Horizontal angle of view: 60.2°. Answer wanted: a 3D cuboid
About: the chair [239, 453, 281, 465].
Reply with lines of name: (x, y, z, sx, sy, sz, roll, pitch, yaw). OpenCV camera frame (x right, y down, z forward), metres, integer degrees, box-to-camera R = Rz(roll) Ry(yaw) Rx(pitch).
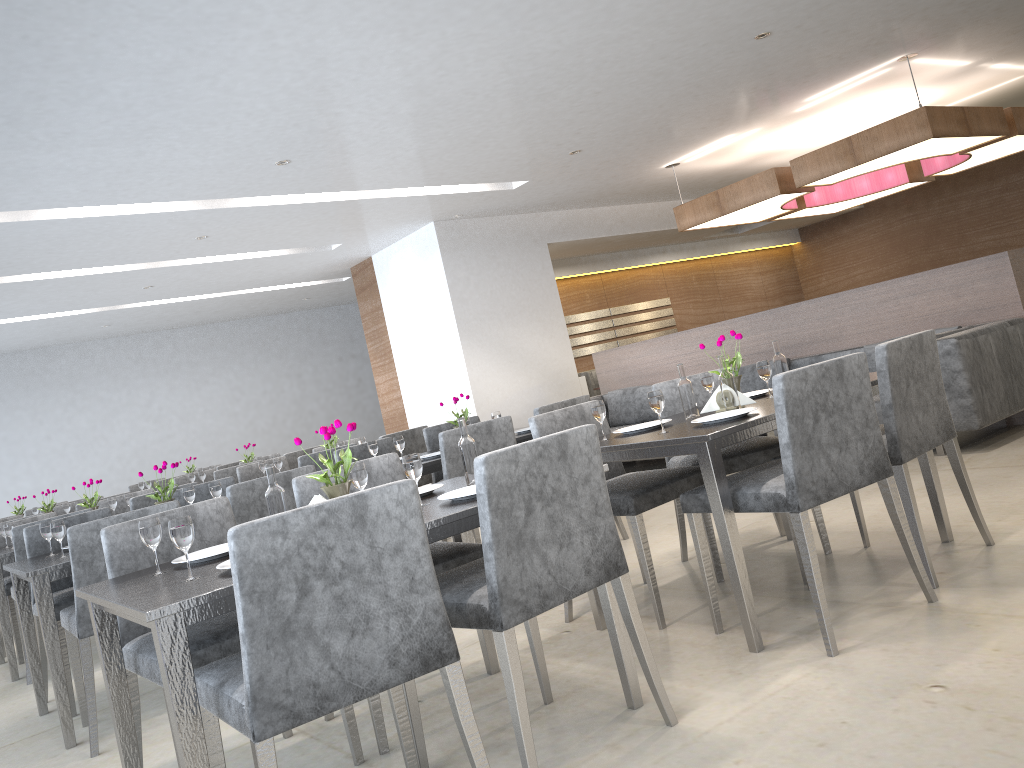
chair: (-2.098, 1.015, 7.810, 0.480, 0.766, 0.487, -11, -4, -31)

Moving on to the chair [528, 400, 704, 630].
chair: (0.432, 0.434, 3.272, 0.480, 0.766, 0.486, -10, -4, -41)

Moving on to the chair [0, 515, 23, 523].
chair: (-3.740, 1.392, 6.593, 0.480, 0.766, 0.486, -10, -4, -41)

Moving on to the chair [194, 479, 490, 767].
chair: (-0.383, 0.621, 1.851, 0.480, 0.766, 0.487, -11, -4, -31)

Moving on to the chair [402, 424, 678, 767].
chair: (0.002, 0.533, 2.210, 0.480, 0.766, 0.486, -10, -4, -41)

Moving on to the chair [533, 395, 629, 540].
chair: (0.192, 0.489, 4.549, 0.480, 0.766, 0.486, -10, -4, -41)

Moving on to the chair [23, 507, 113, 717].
chair: (-1.815, 0.950, 3.865, 0.480, 0.766, 0.486, -10, -4, -41)

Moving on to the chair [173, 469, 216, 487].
chair: (-2.535, 1.115, 7.493, 0.480, 0.766, 0.486, -10, -4, -41)

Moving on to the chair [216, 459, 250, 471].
chair: (-2.741, 1.162, 8.704, 0.480, 0.766, 0.486, -10, -4, -41)

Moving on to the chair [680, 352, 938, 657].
chair: (0.858, 0.336, 2.701, 0.480, 0.766, 0.487, -11, -4, -31)

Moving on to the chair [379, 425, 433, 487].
chair: (-0.766, 0.709, 5.906, 0.480, 0.766, 0.486, -10, -4, -41)

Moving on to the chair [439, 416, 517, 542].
chair: (-0.194, 0.578, 4.190, 0.480, 0.766, 0.487, -11, -4, -31)

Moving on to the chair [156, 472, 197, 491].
chair: (-3.127, 1.251, 8.345, 0.480, 0.766, 0.487, -11, -4, -31)

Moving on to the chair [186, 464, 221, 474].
chair: (-3.105, 1.246, 9.237, 0.480, 0.766, 0.487, -11, -4, -31)

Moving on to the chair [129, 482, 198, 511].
chair: (-1.971, 0.986, 5.006, 0.480, 0.766, 0.486, -10, -4, -41)

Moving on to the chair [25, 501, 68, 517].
chair: (-4.310, 1.522, 8.337, 0.480, 0.766, 0.487, -11, -4, -31)

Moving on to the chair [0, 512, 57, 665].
chair: (-2.773, 1.169, 5.222, 0.480, 0.766, 0.486, -10, -4, -41)

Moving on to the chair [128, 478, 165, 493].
chair: (-3.543, 1.346, 8.920, 0.480, 0.766, 0.486, -10, -4, -41)

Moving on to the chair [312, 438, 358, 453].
chair: (-1.130, 0.793, 6.439, 0.480, 0.766, 0.487, -11, -4, -31)

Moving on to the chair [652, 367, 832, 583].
chair: (0.891, 0.329, 3.605, 0.478, 0.766, 0.489, -13, -3, -6)

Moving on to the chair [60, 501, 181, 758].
chair: (-1.399, 0.854, 3.290, 0.480, 0.766, 0.487, -11, -4, -31)

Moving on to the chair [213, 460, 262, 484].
chair: (-2.119, 1.020, 6.918, 0.480, 0.766, 0.487, -11, -4, -31)

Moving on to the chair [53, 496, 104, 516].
chair: (-3.303, 1.291, 6.910, 0.480, 0.766, 0.487, -11, -4, -31)

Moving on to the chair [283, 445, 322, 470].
chair: (-1.734, 0.931, 7.277, 0.480, 0.766, 0.486, -10, -4, -41)

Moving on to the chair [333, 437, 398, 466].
chair: (-0.610, 0.673, 4.765, 0.480, 0.766, 0.486, -10, -4, -41)

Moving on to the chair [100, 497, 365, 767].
chair: (-0.799, 0.717, 2.426, 0.480, 0.766, 0.486, -10, -4, -41)

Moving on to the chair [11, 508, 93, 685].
chair: (-2.357, 1.074, 4.647, 0.480, 0.766, 0.487, -11, -4, -31)

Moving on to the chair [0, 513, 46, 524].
chair: (-3.324, 1.296, 6.018, 0.480, 0.766, 0.487, -11, -4, -31)

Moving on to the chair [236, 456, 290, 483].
chair: (-1.567, 0.893, 6.122, 0.480, 0.766, 0.486, -10, -4, -41)

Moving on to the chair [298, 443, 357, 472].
chair: (-1.151, 0.798, 5.547, 0.480, 0.766, 0.487, -11, -4, -31)

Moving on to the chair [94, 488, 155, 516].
chair: (-2.335, 1.069, 5.539, 0.480, 0.766, 0.487, -11, -4, -31)

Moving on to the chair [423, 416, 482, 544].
chair: (-0.172, 0.573, 5.082, 0.480, 0.766, 0.487, -11, -4, -31)

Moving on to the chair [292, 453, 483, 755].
chair: (-0.362, 0.616, 2.743, 0.480, 0.766, 0.487, -11, -4, -31)

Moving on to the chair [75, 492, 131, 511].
chair: (-2.939, 1.208, 6.377, 0.480, 0.766, 0.486, -10, -4, -41)

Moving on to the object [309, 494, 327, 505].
object: (-0.488, 0.332, 2.266, 0.201, 0.100, 0.070, -13, -3, 24)

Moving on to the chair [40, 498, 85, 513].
chair: (-3.946, 1.439, 7.804, 0.480, 0.766, 0.486, -10, -4, -41)

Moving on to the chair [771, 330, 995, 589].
chair: (1.243, 0.248, 3.060, 0.480, 0.766, 0.486, -10, -4, -41)

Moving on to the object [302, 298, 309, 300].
object: (-2.575, -1.055, 11.017, 0.088, 0.007, 0.089, -13, 0, 9)

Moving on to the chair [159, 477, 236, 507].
chair: (-1.377, 0.849, 4.182, 0.480, 0.766, 0.487, -11, -4, -31)

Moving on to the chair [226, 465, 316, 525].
chair: (-1.013, 0.766, 3.649, 0.480, 0.766, 0.486, -10, -4, -41)

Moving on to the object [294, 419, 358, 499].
object: (-0.459, 0.234, 2.314, 0.156, 0.278, 0.103, -10, -5, -38)

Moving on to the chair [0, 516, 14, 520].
chair: (-4.332, 1.527, 7.445, 0.480, 0.766, 0.487, -11, -4, -31)
